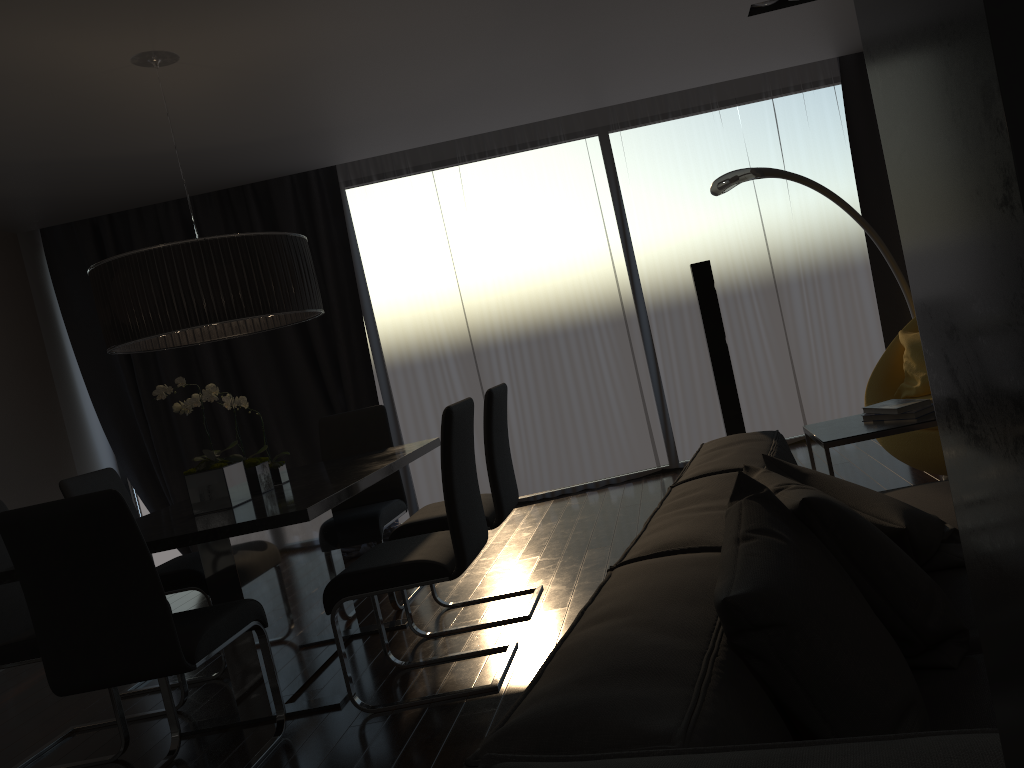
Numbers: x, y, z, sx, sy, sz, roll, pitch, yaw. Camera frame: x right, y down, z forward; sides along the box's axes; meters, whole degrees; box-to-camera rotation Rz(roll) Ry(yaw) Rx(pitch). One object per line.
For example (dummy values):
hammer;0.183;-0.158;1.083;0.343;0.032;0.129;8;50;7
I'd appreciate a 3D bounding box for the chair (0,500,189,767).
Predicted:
chair;-1.658;0.868;3.241;0.566;0.965;0.432;-12;3;7

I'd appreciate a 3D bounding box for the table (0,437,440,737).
table;-0.911;0.799;3.550;1.028;0.761;1.621;-12;2;9

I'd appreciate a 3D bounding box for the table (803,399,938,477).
table;1.465;0.396;3.256;0.595;0.563;0.455;-12;3;7

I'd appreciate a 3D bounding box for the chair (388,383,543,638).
chair;-0.222;0.533;3.836;0.566;0.965;0.432;-12;3;7

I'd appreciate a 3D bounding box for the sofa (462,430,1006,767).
sofa;1.521;0.377;1.540;2.657;0.704;2.556;-12;2;17

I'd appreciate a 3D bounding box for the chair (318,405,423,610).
chair;-0.789;0.633;4.402;0.423;0.965;0.578;-12;3;8

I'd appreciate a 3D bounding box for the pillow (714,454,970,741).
pillow;0.888;0.270;1.179;1.107;0.431;1.999;-14;3;-29

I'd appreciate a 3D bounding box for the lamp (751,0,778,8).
lamp;1.263;-1.926;4.387;0.177;0.077;0.177;-12;2;2

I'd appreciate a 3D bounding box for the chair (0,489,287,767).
chair;-1.103;0.769;2.710;0.423;0.965;0.578;-12;3;8

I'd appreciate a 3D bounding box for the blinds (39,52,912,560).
blinds;0.745;-0.744;6.025;7.529;2.896;0.743;-12;3;-3

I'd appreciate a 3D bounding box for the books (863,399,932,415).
books;1.419;0.082;3.250;0.160;0.022;0.199;-13;2;-16

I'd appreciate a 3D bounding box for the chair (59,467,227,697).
chair;-1.538;0.814;3.938;0.566;0.965;0.432;-12;3;7

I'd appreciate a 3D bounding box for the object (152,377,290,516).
object;-1.130;0.204;3.427;0.308;0.501;0.577;-12;3;6

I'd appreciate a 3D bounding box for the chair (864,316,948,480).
chair;2.445;-0.086;4.294;1.187;1.006;1.450;-14;3;-26

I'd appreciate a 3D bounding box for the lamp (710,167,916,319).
lamp;3.211;-0.694;5.435;4.359;1.780;0.564;-13;3;-16

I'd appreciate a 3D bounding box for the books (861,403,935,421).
books;1.431;0.104;3.239;0.171;0.023;0.220;-14;3;-33

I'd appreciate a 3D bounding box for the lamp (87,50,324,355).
lamp;-1.272;-0.740;3.455;0.767;1.103;0.840;-11;3;32

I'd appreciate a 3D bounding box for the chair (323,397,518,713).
chair;-0.342;0.587;3.139;0.566;0.965;0.432;-12;3;7
